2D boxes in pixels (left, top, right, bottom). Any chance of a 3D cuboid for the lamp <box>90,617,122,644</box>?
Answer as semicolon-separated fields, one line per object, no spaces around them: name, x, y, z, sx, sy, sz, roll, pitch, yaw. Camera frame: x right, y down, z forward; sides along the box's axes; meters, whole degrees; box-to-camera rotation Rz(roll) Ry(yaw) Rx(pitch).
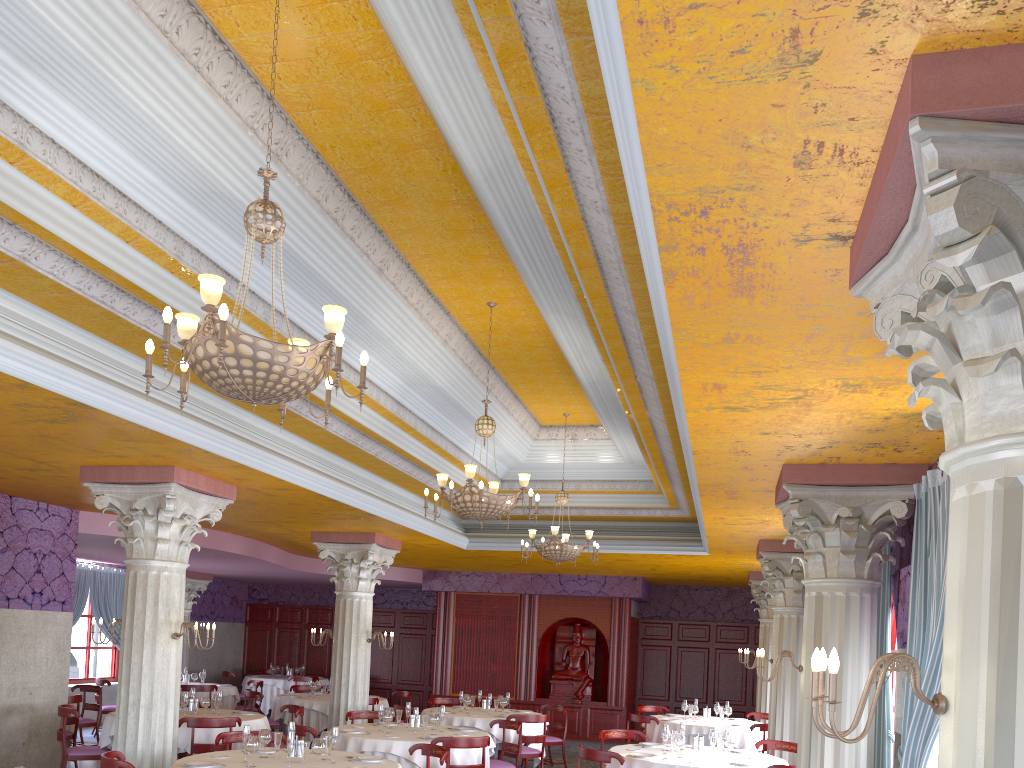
lamp;-4.066;2.541;8.791;0.381;0.268;0.352;2;-11;2

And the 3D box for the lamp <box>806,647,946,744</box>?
lamp;1.086;0.941;2.592;0.381;0.268;0.352;2;-11;2

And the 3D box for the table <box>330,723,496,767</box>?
table;-1.277;4.797;10.637;2.077;0.932;2.176;-1;-15;15

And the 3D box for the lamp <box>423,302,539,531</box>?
lamp;-0.245;0.268;8.102;0.970;2.138;0.967;5;-5;-30

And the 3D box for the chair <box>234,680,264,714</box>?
chair;-5.383;6.535;17.304;0.654;1.070;0.759;6;-8;-30

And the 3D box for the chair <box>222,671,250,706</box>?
chair;-6.611;7.413;20.452;0.654;1.070;0.759;6;-8;-30

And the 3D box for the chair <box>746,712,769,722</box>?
chair;4.267;6.287;14.927;0.654;1.070;0.759;6;-8;-30

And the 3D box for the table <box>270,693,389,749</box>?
table;-3.293;6.151;15.505;2.077;0.932;2.176;-1;-15;15

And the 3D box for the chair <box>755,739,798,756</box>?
chair;3.112;4.851;10.287;0.654;1.070;0.759;6;-8;-30

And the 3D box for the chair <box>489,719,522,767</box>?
chair;-0.224;4.983;11.265;0.654;1.070;0.759;6;-8;-30

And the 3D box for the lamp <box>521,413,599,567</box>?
lamp;0.705;1.450;11.920;0.970;2.138;0.967;5;-5;-30

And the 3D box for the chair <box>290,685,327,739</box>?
chair;-3.919;6.381;16.553;0.757;1.071;0.654;7;-7;-30

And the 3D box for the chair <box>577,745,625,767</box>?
chair;1.015;4.376;9.028;0.654;1.070;0.759;6;-8;-30

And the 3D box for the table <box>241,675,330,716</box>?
table;-5.566;7.703;21.083;2.077;0.932;2.176;-1;-15;15

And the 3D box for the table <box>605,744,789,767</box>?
table;2.059;4.665;9.660;2.077;0.932;2.176;-1;-15;15

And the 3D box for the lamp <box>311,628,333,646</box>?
lamp;-2.925;3.961;13.377;0.381;0.268;0.352;2;-11;2

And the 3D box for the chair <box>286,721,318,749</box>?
chair;-2.322;4.508;10.006;0.654;1.070;0.759;6;-8;-30

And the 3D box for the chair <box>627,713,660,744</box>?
chair;2.170;5.812;13.668;0.654;1.070;0.759;6;-8;-30

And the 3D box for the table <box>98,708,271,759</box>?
table;-4.322;4.870;11.370;2.077;0.932;2.176;-1;-15;15

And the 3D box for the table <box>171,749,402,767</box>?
table;-2.016;3.879;7.670;2.077;0.932;2.176;-1;-15;15

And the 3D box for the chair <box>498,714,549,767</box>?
chair;0.159;5.459;12.803;0.757;1.071;0.654;7;-7;-30

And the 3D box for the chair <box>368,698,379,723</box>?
chair;-2.658;5.816;14.453;0.757;1.071;0.654;7;-7;-30

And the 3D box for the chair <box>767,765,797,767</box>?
chair;2.694;4.331;8.607;0.757;1.071;0.654;7;-7;-30

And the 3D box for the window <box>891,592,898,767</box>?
window;4.298;3.012;9.094;0.160;2.483;3.702;2;-12;15

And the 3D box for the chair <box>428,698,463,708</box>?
chair;-1.102;6.024;14.903;0.757;1.071;0.654;7;-7;-30

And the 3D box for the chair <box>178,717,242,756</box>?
chair;-3.687;4.535;10.317;0.757;1.071;0.654;7;-7;-30

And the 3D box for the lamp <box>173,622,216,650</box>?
lamp;-3.166;2.485;8.458;0.381;0.268;0.352;2;-11;2

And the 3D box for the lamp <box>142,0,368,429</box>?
lamp;-1.211;-0.933;4.220;0.970;2.138;0.967;5;-5;-30

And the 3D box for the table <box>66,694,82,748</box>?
table;-7.647;5.144;12.822;2.091;0.932;2.162;6;-15;-14

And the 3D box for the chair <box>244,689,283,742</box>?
chair;-4.337;5.861;14.873;0.654;1.070;0.759;6;-8;-30

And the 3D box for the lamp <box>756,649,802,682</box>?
lamp;2.236;2.371;7.212;0.381;0.268;0.352;2;-11;2

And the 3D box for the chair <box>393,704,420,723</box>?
chair;-1.521;5.504;13.224;0.654;1.070;0.759;6;-8;-30

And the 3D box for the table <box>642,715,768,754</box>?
table;3.215;6.102;14.300;2.077;0.932;2.176;-1;-15;15

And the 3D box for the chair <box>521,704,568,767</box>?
chair;0.577;5.979;14.483;0.654;1.070;0.759;6;-8;-30

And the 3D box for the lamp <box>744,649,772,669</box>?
lamp;3.378;3.791;11.798;0.381;0.268;0.352;2;-11;2

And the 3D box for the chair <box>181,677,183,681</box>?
chair;-7.062;6.580;17.725;0.757;1.071;0.654;7;-7;-30

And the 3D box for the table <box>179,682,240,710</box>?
table;-6.435;6.349;16.676;2.077;0.932;2.176;-1;-15;15

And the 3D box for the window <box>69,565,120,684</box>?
window;-9.214;4.836;17.383;0.160;2.483;3.702;2;-12;15

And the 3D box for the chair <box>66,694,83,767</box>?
chair;-6.570;4.966;12.226;0.646;1.070;0.768;0;-7;29

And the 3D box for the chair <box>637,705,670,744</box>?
chair;2.588;6.332;15.348;0.757;1.071;0.654;7;-7;-30

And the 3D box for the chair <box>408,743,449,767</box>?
chair;-0.963;4.064;8.297;0.654;1.070;0.759;6;-8;-30

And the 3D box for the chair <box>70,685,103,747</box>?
chair;-7.048;5.439;13.891;0.749;1.071;0.661;-1;-7;29

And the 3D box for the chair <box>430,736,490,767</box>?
chair;-0.642;4.463;9.585;0.757;1.071;0.654;7;-7;-30

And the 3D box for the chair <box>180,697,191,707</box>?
chair;-4.948;5.101;12.418;0.757;1.071;0.654;7;-7;-30

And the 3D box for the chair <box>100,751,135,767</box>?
chair;-3.060;3.589;7.038;0.654;1.070;0.759;6;-8;-30

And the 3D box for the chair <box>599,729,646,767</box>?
chair;1.433;4.896;10.708;0.757;1.071;0.654;7;-7;-30

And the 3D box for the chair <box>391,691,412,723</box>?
chair;-2.240;6.336;16.132;0.654;1.070;0.759;6;-8;-30

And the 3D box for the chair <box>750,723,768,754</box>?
chair;3.849;5.767;13.247;0.757;1.071;0.654;7;-7;-30

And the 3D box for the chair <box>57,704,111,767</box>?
chair;-5.367;4.581;10.738;0.654;1.070;0.759;6;-8;-30

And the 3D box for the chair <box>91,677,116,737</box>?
chair;-7.480;6.060;16.045;0.654;1.070;0.759;6;-8;-30

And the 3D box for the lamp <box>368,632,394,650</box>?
lamp;-2.013;3.918;13.090;0.381;0.268;0.352;2;-11;2

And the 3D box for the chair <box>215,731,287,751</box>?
chair;-2.642;4.109;8.718;0.757;1.071;0.654;7;-7;-30

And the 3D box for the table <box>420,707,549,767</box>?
table;-0.476;5.794;13.855;2.077;0.932;2.176;-1;-15;15

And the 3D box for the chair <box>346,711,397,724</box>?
chair;-1.903;5.028;11.685;0.757;1.071;0.654;7;-7;-30

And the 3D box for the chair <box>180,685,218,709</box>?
chair;-5.801;6.014;15.624;0.757;1.071;0.654;7;-7;-30

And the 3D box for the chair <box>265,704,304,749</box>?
chair;-3.269;5.055;11.997;0.654;1.070;0.759;6;-8;-30

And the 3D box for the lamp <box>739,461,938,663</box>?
lamp;2.961;2.465;6.629;2.089;3.500;30.333;1;-16;14
